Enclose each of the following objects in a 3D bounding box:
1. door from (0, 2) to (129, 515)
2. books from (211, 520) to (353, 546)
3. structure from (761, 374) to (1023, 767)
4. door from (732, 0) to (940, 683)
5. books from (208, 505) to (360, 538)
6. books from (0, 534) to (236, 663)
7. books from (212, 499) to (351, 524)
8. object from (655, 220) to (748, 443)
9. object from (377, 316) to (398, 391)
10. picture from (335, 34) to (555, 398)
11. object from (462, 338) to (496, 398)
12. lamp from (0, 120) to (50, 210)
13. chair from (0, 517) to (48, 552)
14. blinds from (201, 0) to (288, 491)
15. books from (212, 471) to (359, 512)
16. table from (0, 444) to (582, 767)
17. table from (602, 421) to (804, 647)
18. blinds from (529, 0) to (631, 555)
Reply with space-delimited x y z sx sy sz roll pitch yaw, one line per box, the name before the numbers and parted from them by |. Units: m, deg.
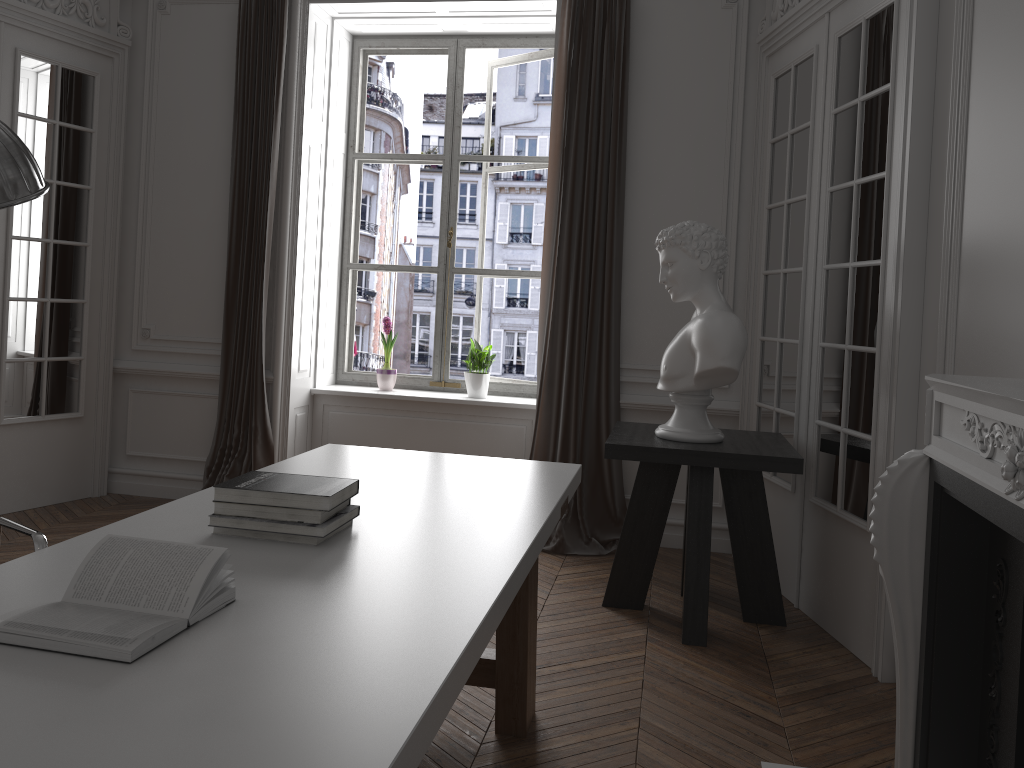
door | -2.772 -0.639 4.672 0.086 2.735 1.564 3 1 26
books | -0.501 0.310 1.948 0.242 0.023 0.191 4 5 12
structure | 0.991 0.621 1.661 0.809 1.183 1.608 3 3 10
door | 1.350 -0.364 3.911 0.086 2.735 1.567 3 1 -5
books | -0.493 0.288 1.938 0.259 0.023 0.212 4 5 10
books | -0.600 0.317 1.368 0.226 0.095 0.279 4 5 12
books | -0.500 0.262 1.943 0.240 0.028 0.191 4 5 8
object | 0.782 -0.228 3.726 0.393 0.923 0.634 3 2 10
object | -0.797 -0.196 5.671 0.128 0.476 0.129 3 1 -29
picture | -0.966 -1.153 2.088 13.203 4.800 13.272 3 4 3
object | -0.205 -0.101 5.522 0.215 0.369 0.285 3 2 -11
lamp | -0.639 0.070 0.744 0.269 0.699 0.489 3 2 10
chair | -1.219 0.601 1.630 0.669 0.923 0.693 4 2 36
blinds | -1.556 -0.817 5.101 0.581 3.101 0.310 3 0 16
books | -0.490 0.233 1.940 0.259 0.032 0.191 4 5 8
table | -0.465 0.714 1.764 0.901 0.748 2.628 3 5 10
table | 0.789 0.604 3.773 0.768 0.749 0.769 3 3 10
blinds | 0.337 -0.688 4.714 0.778 3.100 0.342 3 0 5
